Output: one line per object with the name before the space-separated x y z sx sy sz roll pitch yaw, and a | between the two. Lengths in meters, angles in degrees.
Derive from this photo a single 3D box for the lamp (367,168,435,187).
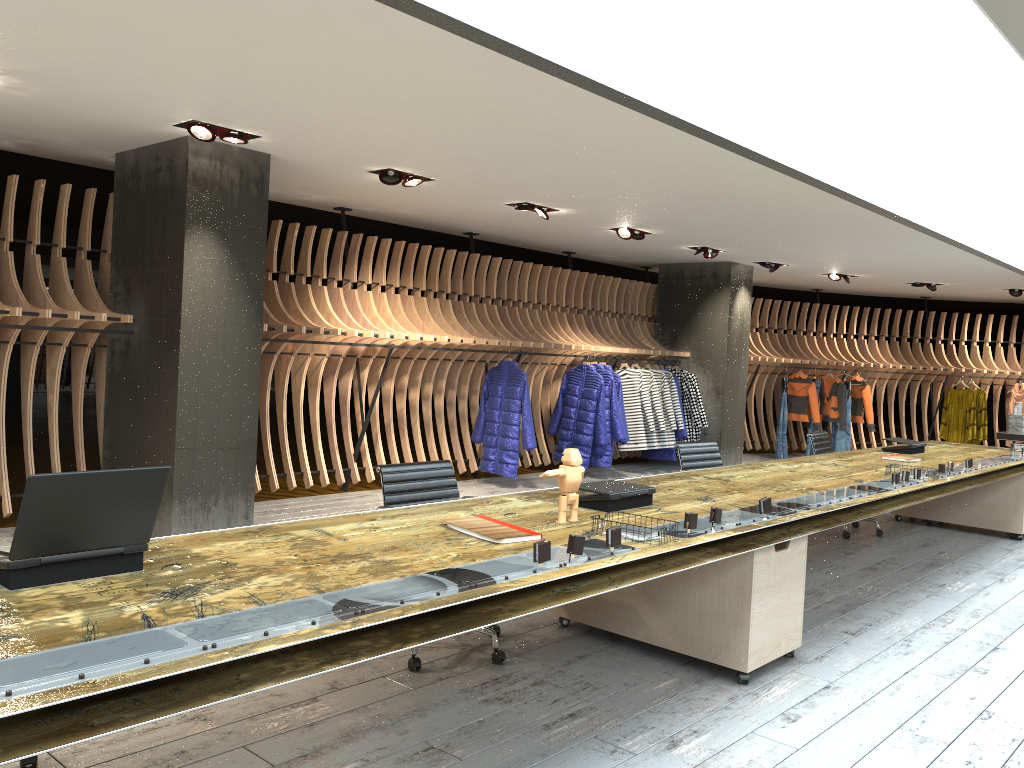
lamp | -0.864 -1.682 7.000 0.269 0.292 0.492 4 2 42

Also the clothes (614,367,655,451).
clothes | 1.479 0.323 11.014 0.752 1.061 0.128 4 2 40

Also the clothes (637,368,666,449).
clothes | 1.636 0.325 11.190 0.752 1.061 0.128 4 2 40

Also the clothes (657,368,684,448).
clothes | 1.929 0.329 11.519 0.752 1.061 0.128 4 2 40

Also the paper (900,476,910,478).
paper | 2.597 0.607 5.802 0.176 0.003 0.130 5 3 40

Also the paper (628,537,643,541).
paper | 0.468 0.578 3.394 0.130 0.004 0.176 1 3 -45

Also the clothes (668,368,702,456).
clothes | 2.180 0.388 11.781 0.807 1.187 0.191 4 2 42

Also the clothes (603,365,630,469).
clothes | 1.026 0.379 10.746 0.885 1.238 0.245 4 2 38

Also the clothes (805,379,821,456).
clothes | 4.763 0.624 14.070 0.200 1.421 0.309 4 1 34

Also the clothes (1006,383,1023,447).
clothes | 8.340 0.556 14.599 0.125 1.155 0.447 3 1 -14

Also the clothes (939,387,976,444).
clothes | 7.374 0.567 14.637 0.168 1.044 0.665 3 1 -17

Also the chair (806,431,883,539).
chair | 2.946 0.876 7.837 0.668 0.859 0.693 4 2 28

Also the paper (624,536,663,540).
paper | 0.468 0.577 3.394 0.130 0.004 0.176 1 3 -41

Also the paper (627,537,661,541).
paper | 0.468 0.579 3.394 0.130 0.004 0.176 1 3 -40

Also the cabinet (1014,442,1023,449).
cabinet | 6.753 1.072 11.174 0.594 0.630 1.131 4 2 42

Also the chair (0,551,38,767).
chair | -1.758 0.814 2.624 0.668 0.859 0.693 4 2 28

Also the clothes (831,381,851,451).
clothes | 5.310 0.645 14.301 0.309 1.421 0.200 3 1 14

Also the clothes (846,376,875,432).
clothes | 5.577 0.303 14.393 0.201 0.881 0.840 3 2 -18

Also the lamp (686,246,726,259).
lamp | 2.317 -1.642 10.573 0.269 0.292 0.492 4 2 42

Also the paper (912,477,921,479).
paper | 2.610 0.604 5.796 0.130 0.004 0.176 1 3 -41

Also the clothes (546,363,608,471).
clothes | 0.754 0.377 10.560 0.880 1.260 0.242 4 2 38

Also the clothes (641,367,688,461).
clothes | 1.966 0.392 11.760 0.885 1.238 0.245 4 2 38

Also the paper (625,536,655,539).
paper | 0.468 0.577 3.394 0.130 0.004 0.176 1 3 -44

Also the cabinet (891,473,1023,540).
cabinet | 4.290 1.041 8.411 1.132 0.630 0.593 5 2 42

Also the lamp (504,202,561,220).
lamp | 0.196 -1.668 8.191 0.269 0.294 0.492 4 2 42

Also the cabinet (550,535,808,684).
cabinet | 0.830 0.997 4.522 1.132 0.630 0.593 5 2 42

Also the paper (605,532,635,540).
paper | 0.455 0.579 3.400 0.176 0.003 0.130 5 3 40

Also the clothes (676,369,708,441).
clothes | 2.298 0.389 11.928 0.800 1.185 0.191 4 2 42

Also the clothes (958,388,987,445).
clothes | 7.557 0.577 14.644 0.168 1.044 0.665 3 1 -17

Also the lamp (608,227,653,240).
lamp | 1.257 -1.658 9.382 0.269 0.286 0.492 4 2 42

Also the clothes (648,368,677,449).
clothes | 1.810 0.327 11.386 0.752 1.061 0.128 4 2 40

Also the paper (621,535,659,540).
paper | 0.468 0.576 3.394 0.130 0.004 0.176 1 3 -42

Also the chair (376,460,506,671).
chair | -0.299 0.834 4.226 0.668 0.859 0.693 4 2 33

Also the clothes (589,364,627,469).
clothes | 0.966 0.380 10.560 0.884 1.245 0.249 4 2 38

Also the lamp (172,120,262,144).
lamp | -1.924 -1.694 5.809 0.269 0.295 0.492 4 2 42

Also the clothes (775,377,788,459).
clothes | 4.231 0.606 13.806 0.200 1.421 0.309 3 1 19

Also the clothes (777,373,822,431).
clothes | 4.516 0.262 13.978 0.200 0.881 0.840 2 2 -33

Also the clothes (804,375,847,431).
clothes | 5.051 0.286 14.159 0.200 0.881 0.840 2 2 -28

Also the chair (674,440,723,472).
chair | 1.484 0.858 6.180 0.668 0.859 0.693 4 2 38

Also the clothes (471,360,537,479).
clothes | -0.113 0.364 9.468 0.885 1.238 0.245 4 2 38
